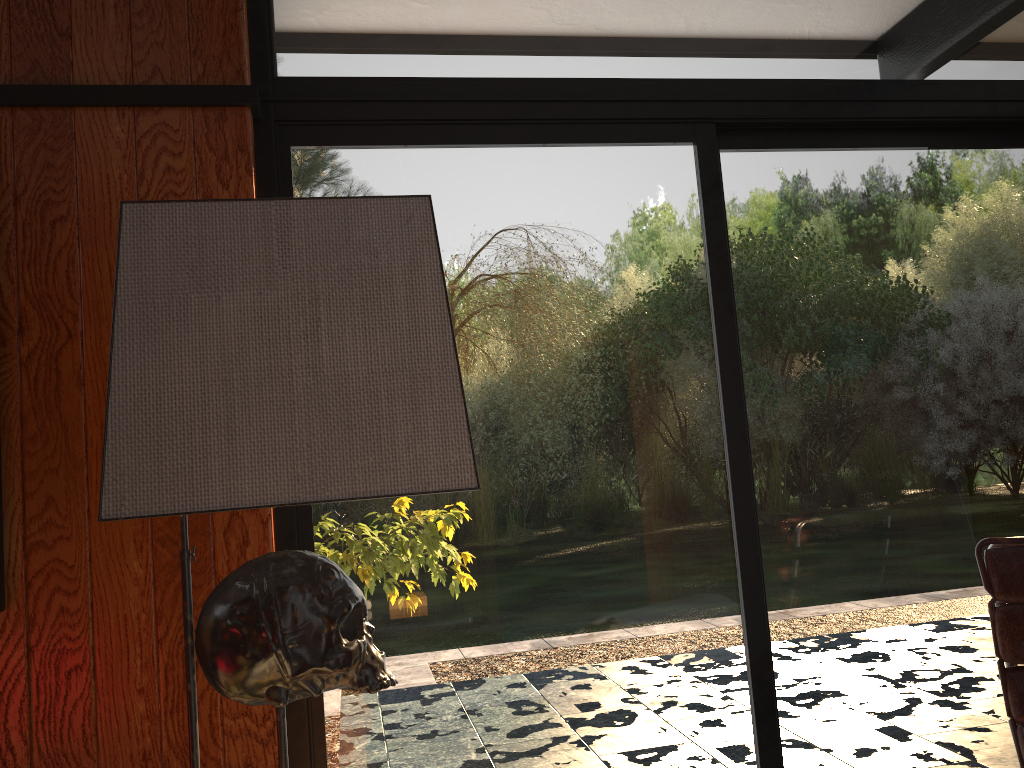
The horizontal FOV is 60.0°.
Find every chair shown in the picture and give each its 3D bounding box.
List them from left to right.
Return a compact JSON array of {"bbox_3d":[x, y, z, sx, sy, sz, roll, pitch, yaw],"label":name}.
[{"bbox_3d":[1.088,0.689,1.122,0.593,0.886,1.298,-6,-5,17],"label":"chair"}]

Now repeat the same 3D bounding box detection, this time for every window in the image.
[{"bbox_3d":[0.560,-0.023,2.186,2.260,2.580,0.085,-4,-5,-11],"label":"window"}]

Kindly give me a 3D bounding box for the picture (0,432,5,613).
[{"bbox_3d":[-1.463,0.035,1.647,0.916,0.873,0.061,-4,-5,-11],"label":"picture"}]

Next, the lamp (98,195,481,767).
[{"bbox_3d":[-0.204,0.210,0.897,0.316,0.732,0.316,-4,-5,-11],"label":"lamp"}]
